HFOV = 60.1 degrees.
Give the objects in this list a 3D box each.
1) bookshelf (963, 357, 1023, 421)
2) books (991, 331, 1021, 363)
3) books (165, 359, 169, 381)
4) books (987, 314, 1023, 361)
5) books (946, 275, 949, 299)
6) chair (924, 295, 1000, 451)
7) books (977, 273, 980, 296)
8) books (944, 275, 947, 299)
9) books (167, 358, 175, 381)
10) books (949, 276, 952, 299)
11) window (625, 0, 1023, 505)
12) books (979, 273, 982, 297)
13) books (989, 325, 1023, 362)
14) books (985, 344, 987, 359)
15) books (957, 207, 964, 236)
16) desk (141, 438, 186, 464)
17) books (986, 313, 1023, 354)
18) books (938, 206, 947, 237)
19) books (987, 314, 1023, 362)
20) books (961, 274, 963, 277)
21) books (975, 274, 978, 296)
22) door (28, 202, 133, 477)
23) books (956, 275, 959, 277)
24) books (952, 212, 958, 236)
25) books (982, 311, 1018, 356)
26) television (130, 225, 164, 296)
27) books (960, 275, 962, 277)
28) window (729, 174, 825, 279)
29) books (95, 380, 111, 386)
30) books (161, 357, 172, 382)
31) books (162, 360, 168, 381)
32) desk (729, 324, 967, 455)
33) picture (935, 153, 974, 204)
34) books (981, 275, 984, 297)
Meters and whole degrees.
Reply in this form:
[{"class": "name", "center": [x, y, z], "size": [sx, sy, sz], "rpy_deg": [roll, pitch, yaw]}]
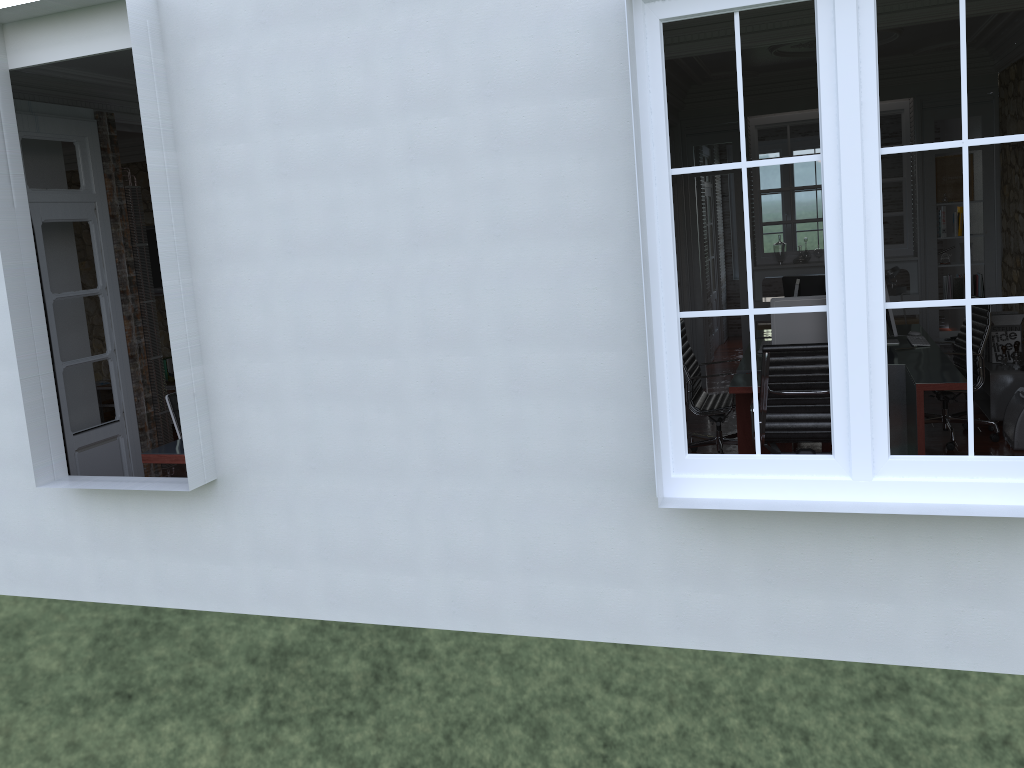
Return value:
[{"class": "bookshelf", "center": [3.887, 0.013, 7.018], "size": [0.436, 0.456, 1.204], "rpy_deg": [-2, 10, 19]}, {"class": "books", "center": [3.764, -0.282, 6.745], "size": [0.197, 0.238, 0.059], "rpy_deg": [-2, 8, 19]}, {"class": "books", "center": [-3.528, -0.157, 9.219], "size": [0.026, 0.230, 0.161], "rpy_deg": [-2, 8, 19]}, {"class": "books", "center": [3.806, -0.356, 6.825], "size": [0.259, 0.350, 0.071], "rpy_deg": [-2, 8, 19]}, {"class": "books", "center": [4.102, -0.887, 8.343], "size": [0.038, 0.294, 0.181], "rpy_deg": [-1, 9, 27]}, {"class": "chair", "center": [3.114, -0.101, 6.414], "size": [0.698, 1.016, 0.671], "rpy_deg": [-3, 8, 15]}, {"class": "books", "center": [4.346, -0.887, 8.249], "size": [0.030, 0.288, 0.181], "rpy_deg": [-2, 8, 23]}, {"class": "books", "center": [4.086, -0.883, 8.344], "size": [0.037, 0.286, 0.195], "rpy_deg": [-1, 9, 27]}, {"class": "books", "center": [-3.502, -0.159, 9.206], "size": [0.034, 0.233, 0.184], "rpy_deg": [-2, 9, 19]}, {"class": "books", "center": [4.124, -0.880, 8.325], "size": [0.022, 0.286, 0.195], "rpy_deg": [-1, 9, 27]}, {"class": "window", "center": [1.235, -0.551, 3.210], "size": [1.526, 1.971, 0.128], "rpy_deg": [-2, 8, 19]}, {"class": "books", "center": [4.355, -0.885, 8.238], "size": [0.013, 0.286, 0.195], "rpy_deg": [-2, 8, 23]}, {"class": "books", "center": [3.775, -0.310, 6.775], "size": [0.221, 0.281, 0.061], "rpy_deg": [-2, 8, 19]}, {"class": "books", "center": [3.792, -0.325, 6.910], "size": [0.182, 0.260, 0.057], "rpy_deg": [-2, 8, 19]}, {"class": "books", "center": [4.161, -1.514, 8.231], "size": [0.055, 0.266, 0.194], "rpy_deg": [-2, 8, 19]}, {"class": "desk", "center": [-1.104, 0.572, 5.614], "size": [1.711, 0.649, 1.458], "rpy_deg": [-1, 10, 19]}, {"class": "books", "center": [3.810, -0.362, 6.848], "size": [0.258, 0.352, 0.050], "rpy_deg": [-2, 8, 19]}, {"class": "books", "center": [4.034, -1.524, 8.302], "size": [0.042, 0.285, 0.217], "rpy_deg": [-2, 8, 19]}, {"class": "books", "center": [3.799, -0.352, 6.796], "size": [0.271, 0.352, 0.063], "rpy_deg": [-2, 8, 19]}, {"class": "books", "center": [4.207, -0.875, 8.277], "size": [0.007, 0.280, 0.195], "rpy_deg": [-2, 9, 24]}, {"class": "books", "center": [4.326, -0.878, 8.249], "size": [0.024, 0.275, 0.195], "rpy_deg": [-2, 9, 23]}, {"class": "door", "center": [-2.837, -0.027, 5.471], "size": [0.041, 2.167, 1.169], "rpy_deg": [-2, 8, 19]}, {"class": "books", "center": [4.164, -0.879, 8.293], "size": [0.039, 0.286, 0.195], "rpy_deg": [-2, 9, 24]}, {"class": "books", "center": [4.125, -1.491, 8.248], "size": [0.026, 0.222, 0.162], "rpy_deg": [-2, 8, 19]}, {"class": "books", "center": [3.874, -0.399, 7.037], "size": [0.259, 0.349, 0.065], "rpy_deg": [-2, 8, 19]}, {"class": "television", "center": [-3.645, -1.279, 9.177], "size": [1.127, 0.727, 0.105], "rpy_deg": [-1, 8, 20]}, {"class": "books", "center": [4.198, -0.879, 8.279], "size": [0.009, 0.286, 0.195], "rpy_deg": [-2, 9, 24]}, {"class": "window", "center": [3.811, -2.393, 12.225], "size": [1.538, 1.926, 0.128], "rpy_deg": [-2, 8, 19]}, {"class": "books", "center": [-4.418, -0.006, 9.360], "size": [0.306, 0.028, 0.225], "rpy_deg": [4, 13, 39]}, {"class": "books", "center": [-3.598, -0.157, 9.244], "size": [0.034, 0.233, 0.184], "rpy_deg": [-2, 9, 19]}, {"class": "books", "center": [-3.558, -0.153, 9.239], "size": [0.045, 0.221, 0.176], "rpy_deg": [-2, 9, 19]}, {"class": "desk", "center": [2.351, 0.120, 6.338], "size": [1.299, 0.722, 2.528], "rpy_deg": [-1, 10, 19]}, {"class": "picture", "center": [4.077, -1.893, 8.163], "size": [0.326, 0.432, 0.009], "rpy_deg": [-2, 8, 19]}, {"class": "books", "center": [4.368, -0.881, 8.232], "size": [0.023, 0.280, 0.195], "rpy_deg": [-2, 9, 23]}]
